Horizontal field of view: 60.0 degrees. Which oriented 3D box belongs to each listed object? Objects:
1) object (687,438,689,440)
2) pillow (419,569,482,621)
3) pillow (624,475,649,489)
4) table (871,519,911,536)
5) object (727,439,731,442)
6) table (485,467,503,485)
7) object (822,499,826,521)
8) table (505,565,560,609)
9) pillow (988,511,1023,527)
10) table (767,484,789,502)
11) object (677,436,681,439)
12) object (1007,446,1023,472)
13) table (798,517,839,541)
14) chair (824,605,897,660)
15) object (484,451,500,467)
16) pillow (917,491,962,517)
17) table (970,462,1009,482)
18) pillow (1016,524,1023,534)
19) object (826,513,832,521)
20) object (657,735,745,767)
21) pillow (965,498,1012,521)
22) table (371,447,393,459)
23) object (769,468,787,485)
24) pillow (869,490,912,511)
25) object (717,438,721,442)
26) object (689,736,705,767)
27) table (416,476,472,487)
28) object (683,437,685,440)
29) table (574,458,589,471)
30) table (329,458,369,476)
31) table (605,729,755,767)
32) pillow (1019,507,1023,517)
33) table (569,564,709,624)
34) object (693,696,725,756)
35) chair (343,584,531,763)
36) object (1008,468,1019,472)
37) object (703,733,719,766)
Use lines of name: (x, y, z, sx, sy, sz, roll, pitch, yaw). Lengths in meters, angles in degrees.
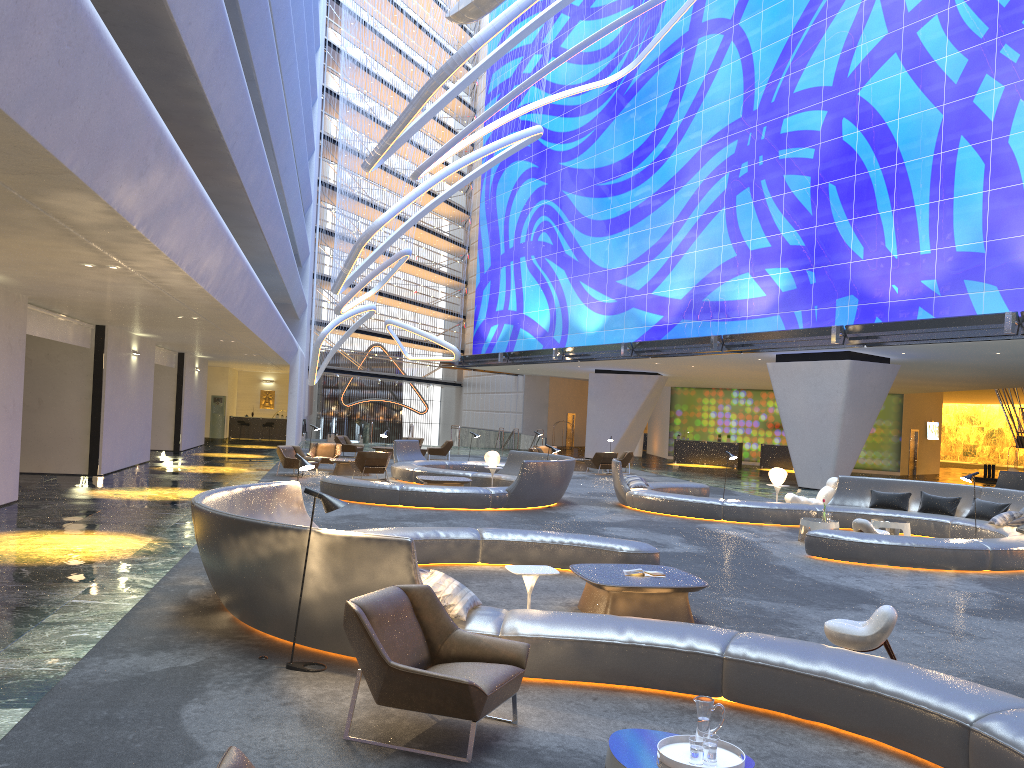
object: (8.136, 2.543, 40.926, 0.072, 0.070, 0.073, 2, -1, 23)
pillow: (-0.562, 1.525, 6.575, 0.876, 0.262, 0.693, 1, -2, 41)
pillow: (2.636, 2.109, 19.192, 0.692, 0.262, 0.877, 3, -2, -3)
table: (6.355, 2.511, 15.030, 0.673, 0.406, 0.671, 3, -1, 8)
object: (9.810, 2.564, 40.151, 0.150, 0.145, 0.150, 2, -1, 22)
table: (-0.452, 2.248, 20.737, 0.418, 0.595, 0.427, 3, -1, -12)
object: (5.074, 2.044, 14.375, 0.066, 0.356, 0.076, 3, 0, -44)
table: (0.145, 1.829, 7.349, 0.418, 0.595, 0.427, 3, -1, -15)
pillow: (8.345, 2.245, 14.714, 0.876, 0.262, 0.693, 1, -2, 44)
table: (5.817, 2.521, 19.485, 0.418, 0.595, 0.427, 3, -1, -37)
object: (7.729, 2.490, 41.106, 0.149, 0.149, 0.149, 2, -1, 23)
object: (22.889, 3.556, 40.225, 0.476, 1.664, 1.206, 3, -1, 44)
table: (4.949, 2.422, 14.466, 0.670, 0.406, 0.674, 2, -2, 41)
chair: (2.832, 2.024, 7.165, 0.586, 0.501, 0.491, 2, -1, 23)
object: (-0.462, 1.755, 20.699, 0.367, 0.387, 0.318, 3, -1, -4)
pillow: (7.913, 2.230, 16.456, 0.282, 0.417, 0.758, 3, -1, -43)
table: (21.222, 3.909, 39.398, 1.241, 0.727, 2.309, 2, -2, 36)
pillow: (8.069, 2.260, 13.674, 0.444, 0.207, 0.444, 2, -2, 40)
object: (5.172, 2.172, 14.489, 0.071, 0.118, 0.151, 3, -1, -1)
object: (0.834, 1.640, 3.919, 0.381, 0.038, 0.381, 4, -2, -19)
pillow: (8.414, 2.234, 15.678, 0.315, 0.386, 0.784, 3, -2, -20)
table: (-4.601, 2.563, 32.954, 1.203, 0.392, 1.204, 3, -2, 7)
object: (5.826, 2.028, 19.436, 0.367, 0.387, 0.318, 3, -1, -29)
pillow: (7.222, 2.235, 16.960, 0.768, 0.369, 0.295, 2, -1, 33)
object: (9.428, 2.550, 40.295, 0.150, 0.145, 0.150, 2, -1, 22)
object: (0.797, 1.591, 3.827, 0.071, 0.118, 0.071, 3, -1, -29)
table: (-1.506, 2.266, 19.466, 1.203, 0.392, 1.203, 3, -2, -11)
object: (7.954, 2.518, 41.007, 0.107, 0.108, 0.111, 2, -1, 23)
table: (2.195, 2.851, 31.369, 1.203, 0.392, 1.203, 3, -2, -11)
table: (-4.411, 2.283, 24.317, 1.203, 0.392, 1.203, 3, -2, -12)
table: (0.746, 1.860, 4.011, 0.671, 0.406, 0.673, 3, -1, -15)
pillow: (8.533, 2.209, 14.650, 0.317, 0.366, 0.775, 3, -2, 5)
table: (1.193, 2.036, 8.565, 1.203, 0.392, 1.203, 3, -2, -11)
object: (0.866, 1.533, 3.964, 0.131, 0.252, 0.103, 3, 0, -28)
chair: (-0.455, 1.661, 5.217, 0.938, 0.766, 0.930, 2, -1, 22)
object: (15.430, 2.774, 27.301, 0.318, 0.387, 0.367, 3, -1, -4)
object: (0.866, 1.596, 3.868, 0.071, 0.118, 0.071, 3, -1, -44)
